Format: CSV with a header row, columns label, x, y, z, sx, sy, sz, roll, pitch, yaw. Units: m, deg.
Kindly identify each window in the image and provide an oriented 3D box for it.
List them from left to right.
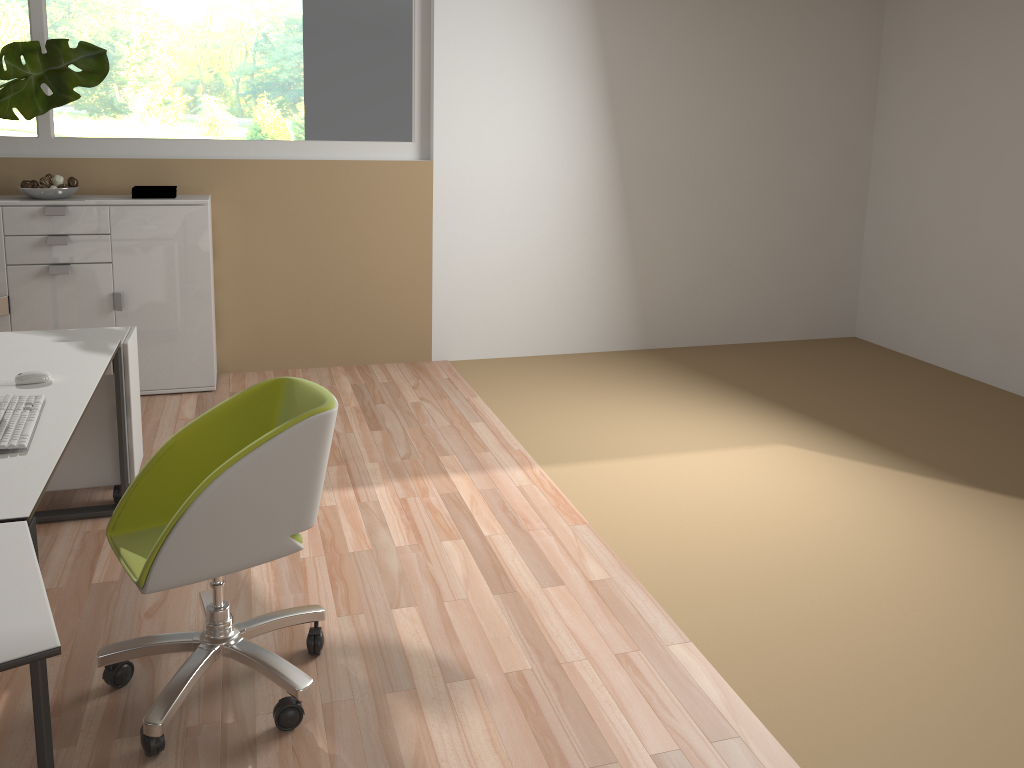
label,x,y,z,sx,sy,sz,roll,pitch,yaw
window,-2.237,-2.177,4.968,3.639,1.759,0.046,-4,11,-17

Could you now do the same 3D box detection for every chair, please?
label,x,y,z,sx,sy,sz,roll,pitch,yaw
chair,-0.772,0.440,2.386,0.604,0.791,0.631,-10,17,-41

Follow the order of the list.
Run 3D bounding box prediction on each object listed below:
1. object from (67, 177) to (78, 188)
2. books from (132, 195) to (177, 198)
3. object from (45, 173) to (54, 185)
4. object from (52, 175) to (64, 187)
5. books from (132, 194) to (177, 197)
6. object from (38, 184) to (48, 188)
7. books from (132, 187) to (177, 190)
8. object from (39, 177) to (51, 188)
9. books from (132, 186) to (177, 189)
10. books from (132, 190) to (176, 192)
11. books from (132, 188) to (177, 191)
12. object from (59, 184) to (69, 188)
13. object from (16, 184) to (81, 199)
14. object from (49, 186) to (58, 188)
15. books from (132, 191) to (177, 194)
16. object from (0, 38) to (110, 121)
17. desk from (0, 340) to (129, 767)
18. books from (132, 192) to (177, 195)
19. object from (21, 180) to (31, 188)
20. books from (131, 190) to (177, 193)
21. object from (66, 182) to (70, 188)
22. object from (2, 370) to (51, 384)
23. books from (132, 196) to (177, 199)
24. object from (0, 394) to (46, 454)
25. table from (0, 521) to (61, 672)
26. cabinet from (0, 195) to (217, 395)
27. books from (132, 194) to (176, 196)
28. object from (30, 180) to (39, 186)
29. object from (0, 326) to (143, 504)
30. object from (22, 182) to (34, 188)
label,x,y,z,sx,sy,sz,roll,pitch,yaw
object,-2.370,-1.085,4.750,0.053,0.066,0.054,-1,13,-9
books,-2.001,-1.052,4.929,0.222,0.006,0.161,-4,17,-17
object,-2.520,-1.112,4.796,0.053,0.069,0.054,-1,13,-11
object,-2.439,-1.090,4.728,0.056,0.065,0.052,3,13,6
books,-2.001,-1.057,4.928,0.222,0.006,0.161,-4,17,-17
object,-2.479,-1.024,4.656,0.056,0.064,0.053,0,13,-4
books,-1.997,-1.094,4.922,0.222,0.007,0.161,-4,17,-17
object,-2.489,-1.073,4.693,0.054,0.062,0.056,-7,15,-32
books,-1.997,-1.100,4.922,0.222,0.006,0.161,-4,17,-17
books,-2.000,-1.085,4.926,0.222,0.007,0.161,-4,17,-17
books,-2.000,-1.090,4.925,0.222,0.007,0.161,-4,17,-17
object,-2.404,-1.043,4.727,0.054,0.062,0.057,-9,17,-39
object,-2.497,-1.035,4.750,0.317,0.062,0.319,13,20,36
object,-2.450,-1.028,4.705,0.055,0.064,0.053,-5,14,-26
books,-1.999,-1.073,4.926,0.222,0.006,0.161,-4,17,-17
object,-2.583,-1.410,4.669,0.860,0.827,0.270,-4,12,-20
desk,-1.667,0.415,2.588,0.805,0.670,1.642,-3,16,-17
books,-1.999,-1.068,4.927,0.222,0.006,0.161,-4,17,-17
object,-2.606,-1.062,4.725,0.056,0.063,0.053,-9,16,-37
books,-2.000,-1.079,4.923,0.222,0.006,0.161,-3,17,-16
object,-2.405,-1.065,4.787,0.053,0.064,0.057,-7,15,-32
object,-1.629,0.028,2.735,0.374,0.078,0.143,-12,20,-37
books,-2.001,-1.047,4.929,0.222,0.007,0.161,-4,17,-17
object,-1.508,0.132,2.395,0.388,0.078,0.467,-5,18,-21
table,-1.232,0.754,1.483,0.928,0.672,0.830,-4,15,-20
cabinet,-2.453,-0.483,4.858,1.525,1.060,0.426,-3,12,-17
books,-2.002,-1.063,4.927,0.222,0.006,0.161,-4,17,-18
object,-2.599,-1.077,4.778,0.057,0.062,0.055,9,15,31
object,-1.836,0.147,3.519,0.622,0.661,0.315,-3,12,-17
object,-2.575,-1.042,4.683,0.055,0.060,0.057,8,15,26
